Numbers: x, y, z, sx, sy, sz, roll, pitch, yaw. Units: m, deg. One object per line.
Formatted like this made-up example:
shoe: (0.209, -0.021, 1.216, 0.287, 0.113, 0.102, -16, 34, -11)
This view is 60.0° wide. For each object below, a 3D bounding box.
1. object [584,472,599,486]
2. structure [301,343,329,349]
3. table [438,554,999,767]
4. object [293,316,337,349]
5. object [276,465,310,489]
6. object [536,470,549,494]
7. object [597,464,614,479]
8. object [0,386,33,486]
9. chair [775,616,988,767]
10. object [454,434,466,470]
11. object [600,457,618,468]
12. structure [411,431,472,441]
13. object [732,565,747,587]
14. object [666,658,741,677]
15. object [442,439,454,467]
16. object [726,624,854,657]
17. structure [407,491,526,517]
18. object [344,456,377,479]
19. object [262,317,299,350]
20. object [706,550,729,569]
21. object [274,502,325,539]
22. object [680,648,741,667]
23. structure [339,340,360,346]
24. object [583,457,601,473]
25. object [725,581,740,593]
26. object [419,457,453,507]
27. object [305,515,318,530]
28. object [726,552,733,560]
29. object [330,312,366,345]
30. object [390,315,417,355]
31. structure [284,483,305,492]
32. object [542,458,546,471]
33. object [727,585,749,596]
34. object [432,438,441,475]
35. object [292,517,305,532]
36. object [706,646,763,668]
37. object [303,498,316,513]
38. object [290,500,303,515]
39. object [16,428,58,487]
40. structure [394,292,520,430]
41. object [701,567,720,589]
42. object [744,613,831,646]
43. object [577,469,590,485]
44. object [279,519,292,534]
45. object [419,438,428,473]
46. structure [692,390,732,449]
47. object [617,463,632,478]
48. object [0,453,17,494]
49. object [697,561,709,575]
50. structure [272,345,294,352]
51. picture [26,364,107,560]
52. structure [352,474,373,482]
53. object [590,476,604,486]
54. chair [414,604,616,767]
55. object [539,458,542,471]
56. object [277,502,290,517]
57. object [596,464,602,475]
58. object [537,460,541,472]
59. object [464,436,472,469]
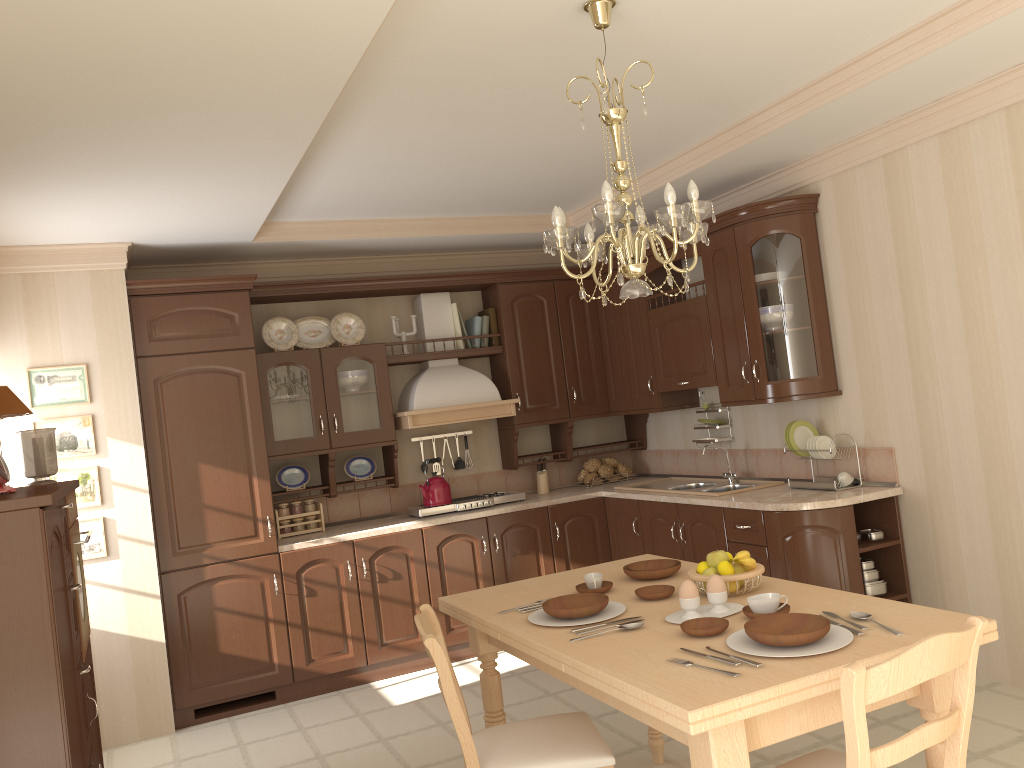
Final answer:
object: (0.535, 0.643, 6.001, 0.104, 0.092, 0.114, -8, -2, 23)
structure: (-1.206, -0.267, 5.396, 0.154, 0.126, 0.080, -6, -2, -24)
table: (0.499, 1.056, 2.670, 0.900, 0.774, 1.567, -6, -2, -24)
object: (-1.212, -0.315, 5.403, 0.342, 0.209, 0.073, -6, -2, -23)
object: (-1.307, 0.554, 5.295, 0.202, 0.143, 0.071, -6, -2, -26)
object: (0.209, 0.655, 5.948, 0.078, 0.148, 0.151, -7, -2, 14)
object: (0.636, 0.593, 6.025, 0.110, 0.102, 0.115, -7, -2, 5)
object: (-1.906, 0.203, 3.300, 0.237, 0.388, 0.235, -7, -2, -12)
chair: (0.801, 0.970, 2.064, 0.462, 0.846, 0.517, -6, -2, -31)
object: (-0.357, 0.447, 5.843, 0.088, 0.236, 0.028, -6, -2, -24)
object: (0.668, 0.542, 6.113, 0.112, 0.078, 0.125, -6, -2, -29)
structure: (-0.457, 0.340, 5.802, 0.422, 0.020, 0.008, -6, -2, -24)
object: (0.693, 0.596, 2.754, 0.076, 0.065, 0.077, -8, -2, 43)
object: (0.440, 0.654, 2.051, 0.028, 0.004, 0.218, -6, -2, -34)
object: (-0.429, 0.456, 5.797, 0.089, 0.195, 0.005, -6, -2, -24)
object: (0.677, 0.626, 2.170, 0.299, 0.009, 0.299, -5, -2, -45)
structure: (-0.273, 0.739, 5.529, 0.710, 0.054, 0.325, -6, -2, -24)
object: (-0.933, 0.513, 5.459, 0.202, 0.143, 0.071, -6, -2, -26)
object: (-1.375, -0.301, 5.269, 0.220, 0.210, 0.068, -6, -2, -26)
object: (0.643, 0.552, 2.774, 0.068, 0.061, 0.069, -7, -2, -7)
object: (-1.269, 0.806, 5.247, 0.276, 0.170, 0.140, -6, -2, -28)
object: (0.469, 0.651, 2.120, 0.018, 0.008, 0.212, -6, -2, -29)
structure: (-1.001, -0.291, 5.428, 0.110, 0.126, 0.080, -6, -2, -24)
object: (0.547, 0.553, 6.041, 0.118, 0.105, 0.100, -6, -2, -29)
object: (0.666, 0.613, 2.700, 0.055, 0.046, 0.046, -7, -2, 9)
object: (-0.469, 0.594, 5.406, 0.181, 0.282, 0.227, -7, -2, -1)
object: (-1.195, 0.826, 5.284, 0.068, 0.088, 0.068, -7, -2, -8)
object: (0.675, 0.557, 2.817, 0.054, 0.046, 0.047, -7, -2, 18)
object: (-1.006, -0.341, 5.433, 0.220, 0.210, 0.068, -6, -2, -26)
object: (-0.698, -0.302, 5.597, 0.174, 0.248, 0.163, -8, -2, 29)
structure: (-1.302, 0.570, 5.292, 0.110, 0.126, 0.080, -6, -2, -24)
object: (0.218, 0.597, 5.949, 0.053, 0.198, 0.027, -6, -2, -40)
object: (0.673, 0.642, 2.764, 0.128, 0.011, 0.128, -7, -2, 17)
object: (-0.499, 0.471, 5.766, 0.051, 0.245, 0.003, -6, -2, -24)
object: (-1.263, 0.833, 5.246, 0.068, 0.088, 0.068, -7, -2, -8)
object: (0.520, 0.644, 2.102, 0.022, 0.008, 0.218, -6, -2, -21)
object: (-1.207, 0.726, 5.286, 0.068, 0.088, 0.068, -7, -2, -8)
object: (-1.275, 0.733, 5.249, 0.068, 0.088, 0.068, -7, -2, -8)
object: (-1.884, 0.292, 3.536, 0.144, 0.220, 0.144, -6, -2, -41)
structure: (-0.421, -0.171, 5.633, 0.753, 0.845, 0.455, -6, -2, -24)
object: (0.620, 0.604, 2.739, 0.072, 0.076, 0.074, -8, -2, 41)
object: (0.674, 0.608, 2.170, 0.204, 0.042, 0.204, -8, -2, 36)
object: (0.494, 0.632, 6.060, 0.092, 0.109, 0.123, -8, -2, 34)
object: (-1.332, 0.840, 5.209, 0.068, 0.088, 0.068, -7, -2, -8)
object: (-0.575, 0.467, 5.730, 0.048, 0.231, 0.015, -6, -2, -23)
structure: (1.199, 0.210, 5.390, 0.131, 0.361, 0.256, -6, -2, -24)
object: (0.769, 0.591, 6.082, 0.097, 0.106, 0.117, -8, -2, 22)
object: (-1.751, 0.205, 2.833, 0.263, 0.317, 0.218, -6, -2, -20)
object: (0.606, 0.584, 2.795, 0.045, 0.047, 0.055, -7, -2, 8)
structure: (-1.365, -0.251, 5.266, 0.110, 0.126, 0.080, -6, -2, -24)
picture: (-2.193, 0.392, 4.367, 0.268, 0.964, 0.010, -6, -2, -24)
structure: (-0.927, 0.529, 5.456, 0.110, 0.126, 0.080, -6, -2, -24)
object: (0.566, 0.660, 6.036, 0.119, 0.058, 0.114, -8, -2, 31)
chair: (0.014, 1.081, 2.655, 0.517, 0.846, 0.462, -7, -2, -7)
object: (0.194, 0.595, 5.973, 0.027, 0.191, 0.052, -8, -2, 22)
object: (-1.344, 0.741, 5.212, 0.068, 0.088, 0.068, -7, -2, -8)
object: (0.583, 0.593, 6.112, 0.110, 0.092, 0.113, -8, -2, 28)
object: (0.182, 0.607, 5.946, 0.053, 0.198, 0.027, -6, -2, -40)
object: (-0.295, 0.451, 5.855, 0.049, 0.219, 0.049, -8, -2, 44)
